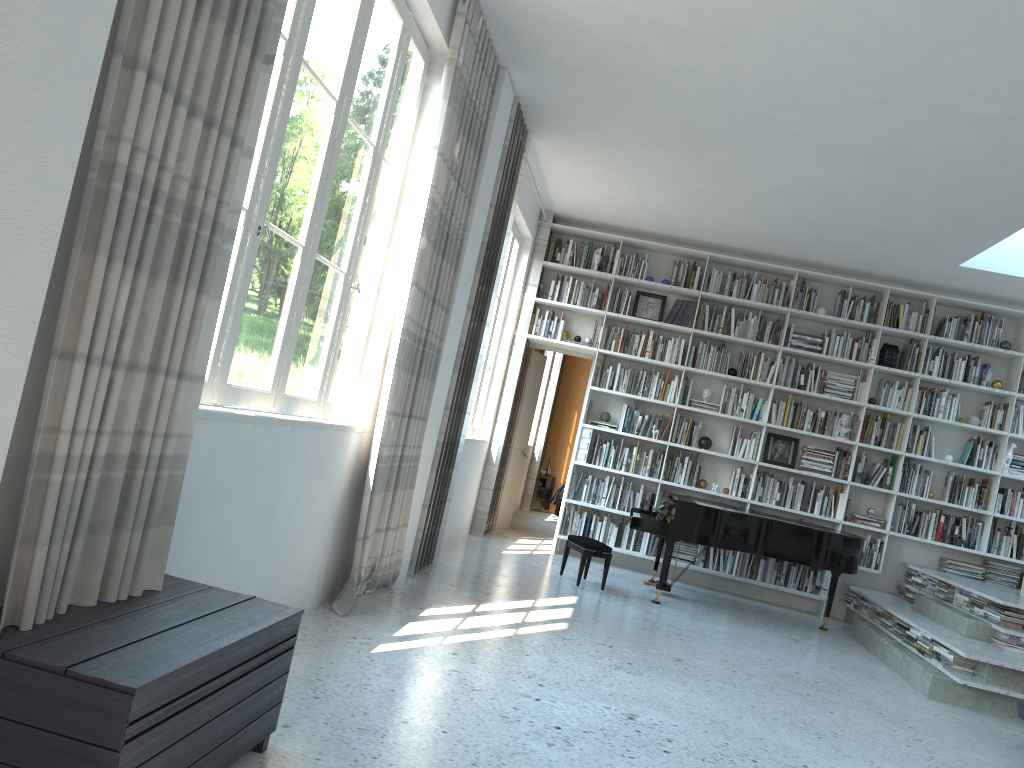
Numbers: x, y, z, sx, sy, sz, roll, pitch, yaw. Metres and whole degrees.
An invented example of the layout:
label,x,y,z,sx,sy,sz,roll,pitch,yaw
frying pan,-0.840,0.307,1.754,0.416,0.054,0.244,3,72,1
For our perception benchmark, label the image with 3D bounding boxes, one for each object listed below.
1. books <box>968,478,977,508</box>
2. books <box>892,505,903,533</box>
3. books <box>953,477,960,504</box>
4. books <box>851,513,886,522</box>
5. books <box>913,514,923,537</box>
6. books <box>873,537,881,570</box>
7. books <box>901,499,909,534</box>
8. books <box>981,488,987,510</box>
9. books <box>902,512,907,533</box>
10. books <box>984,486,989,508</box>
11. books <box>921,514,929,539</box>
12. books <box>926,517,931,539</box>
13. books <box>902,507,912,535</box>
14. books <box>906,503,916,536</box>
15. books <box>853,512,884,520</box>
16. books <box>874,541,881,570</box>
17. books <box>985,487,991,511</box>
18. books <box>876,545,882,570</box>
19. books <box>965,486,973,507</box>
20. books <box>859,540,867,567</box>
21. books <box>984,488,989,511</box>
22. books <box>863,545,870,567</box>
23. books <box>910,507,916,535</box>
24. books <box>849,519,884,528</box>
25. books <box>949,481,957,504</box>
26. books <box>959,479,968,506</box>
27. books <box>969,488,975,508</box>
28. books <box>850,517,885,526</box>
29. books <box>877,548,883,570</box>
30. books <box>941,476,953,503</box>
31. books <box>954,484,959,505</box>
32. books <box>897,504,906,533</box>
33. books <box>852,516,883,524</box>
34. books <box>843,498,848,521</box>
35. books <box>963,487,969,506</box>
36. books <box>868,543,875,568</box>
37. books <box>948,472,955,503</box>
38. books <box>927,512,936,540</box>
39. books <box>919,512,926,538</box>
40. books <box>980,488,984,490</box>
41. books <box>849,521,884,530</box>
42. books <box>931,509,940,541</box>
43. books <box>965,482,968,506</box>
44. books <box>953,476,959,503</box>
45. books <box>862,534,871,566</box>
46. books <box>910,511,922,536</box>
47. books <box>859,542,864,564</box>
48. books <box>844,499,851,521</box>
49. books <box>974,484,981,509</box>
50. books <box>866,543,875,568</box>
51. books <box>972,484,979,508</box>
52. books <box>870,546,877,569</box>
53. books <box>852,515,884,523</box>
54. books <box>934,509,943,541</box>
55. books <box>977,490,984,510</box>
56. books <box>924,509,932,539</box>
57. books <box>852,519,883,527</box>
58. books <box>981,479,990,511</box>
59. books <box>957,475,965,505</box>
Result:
label,x,y,z,sx,sy,sz,roll,pitch,yaw
books,4.236,1.007,8.191,0.006,0.274,0.173,12,-2,8
books,3.589,1.254,8.269,0.012,0.254,0.161,12,-2,8
books,4.095,0.986,8.222,0.008,0.258,0.158,12,-2,8
books,3.312,1.242,8.252,0.285,0.012,0.159,12,-3,12
books,3.766,1.311,8.239,0.011,0.217,0.175,12,-3,8
books,3.339,1.561,8.178,0.021,0.285,0.172,12,-2,8
books,3.626,1.230,8.247,0.010,0.316,0.187,12,-2,8
books,4.322,1.062,8.180,0.013,0.203,0.158,12,-2,8
books,3.633,1.271,8.268,0.015,0.240,0.152,12,-2,8
books,4.350,1.050,8.196,0.019,0.240,0.134,12,-2,8
books,3.813,1.316,8.238,0.024,0.228,0.160,12,-2,8
books,3.844,1.326,8.236,0.012,0.221,0.153,12,-2,8
books,3.650,1.265,8.242,0.023,0.256,0.178,12,-2,8
books,3.680,1.252,8.238,0.030,0.294,0.188,12,-2,8
books,3.313,1.229,8.246,0.254,0.012,0.161,12,-3,17
books,3.358,1.573,8.197,0.015,0.270,0.157,12,-2,8
books,4.368,1.062,8.189,0.009,0.223,0.146,12,-2,8
books,3.366,1.593,8.180,0.013,0.233,0.149,12,-2,8
books,4.199,1.040,8.195,0.015,0.195,0.176,12,-3,8
books,3.227,1.557,8.194,0.014,0.245,0.176,12,-2,8
books,4.363,1.056,8.199,0.007,0.235,0.131,12,-2,8
books,3.269,1.589,8.204,0.013,0.202,0.139,12,-2,8
books,3.698,1.266,8.244,0.010,0.277,0.174,12,-2,8
books,3.299,1.301,8.252,0.285,0.012,0.159,12,-3,13
books,4.062,1.000,8.212,0.015,0.215,0.178,12,-3,8
books,4.147,1.000,8.194,0.018,0.251,0.184,12,-2,8
books,4.213,1.049,8.188,0.019,0.183,0.190,12,-3,8
books,3.303,1.277,8.248,0.285,0.012,0.159,12,-3,11
books,3.376,1.610,8.190,0.012,0.206,0.161,12,-2,8
books,4.036,0.977,8.232,0.019,0.251,0.130,12,-2,8
books,4.111,1.016,8.238,0.031,0.208,0.122,12,-2,8
books,3.604,1.252,8.247,0.023,0.262,0.186,12,-2,8
books,3.307,1.266,8.253,0.254,0.012,0.161,12,-3,13
books,3.112,1.166,8.346,0.027,0.229,0.141,12,-2,8
books,4.157,1.037,8.190,0.018,0.182,0.182,12,-3,8
books,3.308,1.585,8.191,0.012,0.225,0.149,12,-2,8
books,4.059,0.963,8.243,0.016,0.289,0.131,12,-2,8
books,3.863,1.313,8.218,0.025,0.252,0.181,12,-2,8
books,3.789,1.307,8.246,0.029,0.234,0.142,12,-2,8
books,4.309,1.059,8.192,0.016,0.205,0.141,12,-2,8
books,3.296,1.312,8.247,0.285,0.012,0.159,12,-3,11
books,3.911,1.308,8.231,0.012,0.285,0.159,12,-2,8
books,4.185,1.013,8.218,0.030,0.244,0.136,12,-2,8
books,4.084,0.982,8.225,0.015,0.262,0.150,12,-2,8
books,3.258,1.537,8.211,0.032,0.300,0.149,12,-2,8
books,3.731,1.296,8.243,0.065,0.231,0.162,12,-2,8
books,3.214,1.564,8.213,0.012,0.229,0.129,12,-2,8
books,3.139,1.181,8.344,0.030,0.210,0.136,12,-2,8
books,4.278,1.039,8.195,0.021,0.231,0.155,12,-2,8
books,3.287,1.580,8.177,0.026,0.224,0.175,12,-2,8
books,4.242,1.031,8.188,0.018,0.229,0.182,12,-3,8
books,3.315,1.593,8.172,0.011,0.212,0.178,12,-3,8
books,3.307,1.253,8.243,0.254,0.012,0.161,12,-3,8
books,3.921,1.305,8.208,0.012,0.293,0.175,12,-2,8
books,4.287,1.065,8.166,0.016,0.180,0.189,12,-3,8
books,3.835,1.300,8.233,0.014,0.268,0.171,12,-2,8
books,3.301,1.289,8.250,0.254,0.012,0.161,12,-3,14
books,4.340,1.019,8.173,0.007,0.295,0.162,12,-2,8
books,4.141,0.982,8.223,0.007,0.285,0.159,12,-2,8
